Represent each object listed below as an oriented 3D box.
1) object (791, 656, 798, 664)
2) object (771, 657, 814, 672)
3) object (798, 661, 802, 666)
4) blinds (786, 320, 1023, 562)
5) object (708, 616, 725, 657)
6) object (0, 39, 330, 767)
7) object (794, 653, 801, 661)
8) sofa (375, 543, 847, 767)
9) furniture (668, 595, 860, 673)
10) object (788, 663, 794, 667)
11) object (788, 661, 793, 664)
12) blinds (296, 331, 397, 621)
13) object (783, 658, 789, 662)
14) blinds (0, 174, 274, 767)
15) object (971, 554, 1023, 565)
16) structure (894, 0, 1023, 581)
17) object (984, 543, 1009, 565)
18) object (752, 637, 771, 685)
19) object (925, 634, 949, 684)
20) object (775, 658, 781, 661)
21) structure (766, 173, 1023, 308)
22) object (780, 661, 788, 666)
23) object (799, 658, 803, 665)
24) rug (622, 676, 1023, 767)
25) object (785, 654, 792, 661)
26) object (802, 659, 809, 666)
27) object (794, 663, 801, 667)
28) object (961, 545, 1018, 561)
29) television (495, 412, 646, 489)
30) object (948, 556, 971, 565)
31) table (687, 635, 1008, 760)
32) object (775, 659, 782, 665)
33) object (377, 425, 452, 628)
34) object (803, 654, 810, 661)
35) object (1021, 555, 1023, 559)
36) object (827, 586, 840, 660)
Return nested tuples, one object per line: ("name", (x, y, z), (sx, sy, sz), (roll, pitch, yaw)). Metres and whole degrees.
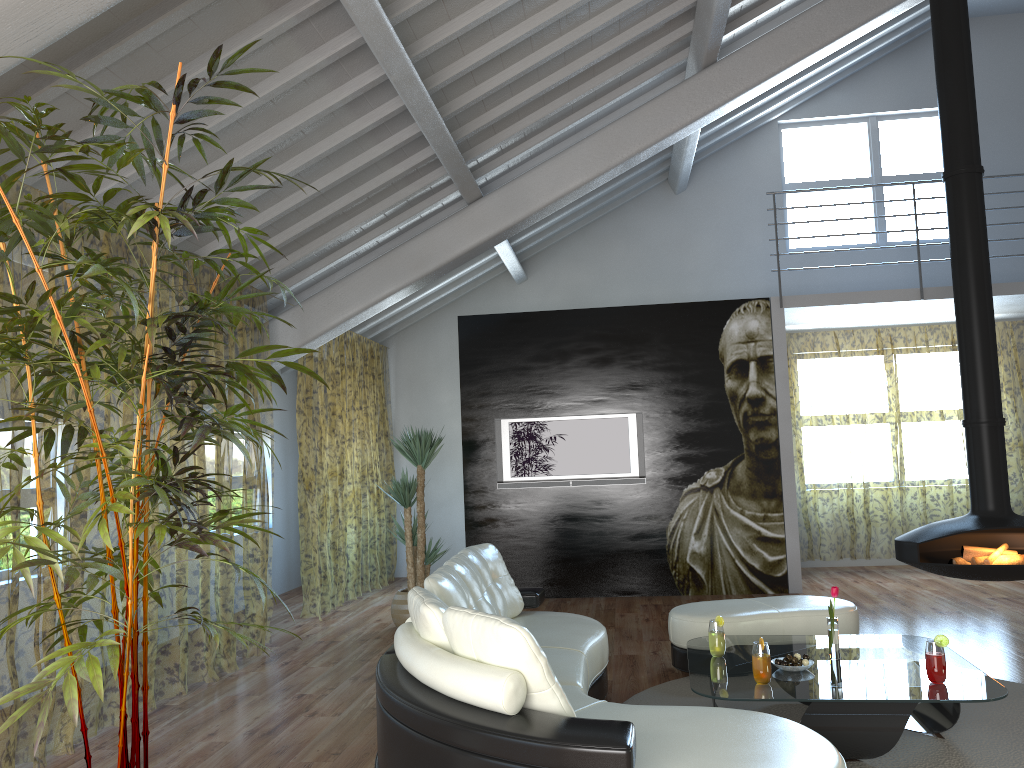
("object", (1.218, 1.190, 3.821), (0.030, 0.034, 0.030), (-1, -5, -12))
("object", (1.220, 1.223, 3.854), (0.178, 0.031, 0.178), (-2, -5, 0))
("object", (1.247, 1.220, 3.858), (0.032, 0.030, 0.032), (1, -6, -34))
("blinds", (4.019, 0.580, 8.903), (2.780, 2.324, 0.306), (-3, -5, 7))
("object", (0.957, 1.177, 4.147), (0.075, 0.192, 0.081), (-3, -5, 12))
("object", (-1.080, 0.284, 2.610), (1.177, 2.473, 1.399), (-5, -6, 32))
("object", (1.246, 1.194, 3.875), (0.032, 0.032, 0.029), (0, -5, -28))
("sofa", (0.076, 1.176, 3.689), (1.359, 0.805, 3.047), (-1, -5, -14))
("furniture", (1.470, 1.466, 5.195), (1.134, 0.367, 0.596), (-1, -5, -10))
("object", (1.200, 1.218, 3.820), (0.031, 0.030, 0.032), (0, -5, -30))
("object", (1.216, 1.221, 3.860), (0.031, 0.030, 0.032), (-7, -6, 43))
("blinds", (-1.537, 0.756, 8.485), (0.306, 2.546, 2.780), (-3, -5, 7))
("object", (1.209, 1.220, 3.907), (0.032, 0.032, 0.029), (-1, -5, -18))
("blinds", (-2.000, 0.463, 4.756), (0.306, 2.546, 3.505), (-3, -5, 7))
("object", (3.055, 1.126, 5.586), (0.285, 0.103, 0.095), (-3, -5, 7))
("structure", (2.950, -1.498, 5.824), (1.176, 5.494, 0.851), (-3, -5, 6))
("object", (3.057, 1.074, 5.592), (0.268, 0.117, 0.040), (1, -6, -36))
("object", (1.022, 1.132, 3.639), (0.075, 0.192, 0.081), (-7, -6, 42))
("object", (1.696, 1.098, 3.548), (0.075, 0.192, 0.081), (-1, -5, -18))
("object", (1.164, 1.215, 3.872), (0.032, 0.030, 0.031), (-6, -6, 41))
("structure", (2.943, -1.652, 2.789), (2.536, 1.055, 10.133), (-3, -5, 7))
("object", (1.172, 1.207, 3.816), (0.031, 0.031, 0.032), (-6, -6, 35))
("object", (1.264, 1.216, 3.886), (0.031, 0.031, 0.032), (-4, -5, 17))
("rug", (1.597, 1.534, 3.977), (2.307, 0.020, 2.313), (0, -5, -22))
("object", (1.212, 1.199, 3.883), (0.030, 0.031, 0.031), (-3, -5, 10))
("object", (1.276, 1.211, 3.853), (0.030, 0.032, 0.032), (-3, -5, 10))
("object", (1.225, 1.211, 3.800), (0.032, 0.031, 0.031), (-1, -5, -16))
("object", (3.051, 1.097, 5.675), (0.317, 0.129, 0.109), (-4, -5, 17))
("television", (0.519, 0.604, 8.002), (1.336, 0.639, 0.044), (-3, -5, 7))
("object", (2.969, 1.145, 5.744), (0.302, 0.127, 0.089), (-1, -5, -17))
("table", (1.400, 1.383, 3.934), (1.201, 0.290, 1.201), (-3, -5, 10))
("object", (1.157, 1.209, 3.842), (0.032, 0.031, 0.030), (-4, -5, 16))
("object", (-0.766, 1.105, 6.921), (0.588, 1.586, 0.564), (-6, -6, 40))
("object", (1.286, 1.197, 3.879), (0.030, 0.033, 0.030), (-1, -5, -13))
("object", (3.202, 1.141, 5.693), (0.274, 0.082, 0.066), (-3, -5, 7))
("object", (1.450, 1.080, 4.017), (0.069, 0.323, 0.060), (-1, -5, -16))
